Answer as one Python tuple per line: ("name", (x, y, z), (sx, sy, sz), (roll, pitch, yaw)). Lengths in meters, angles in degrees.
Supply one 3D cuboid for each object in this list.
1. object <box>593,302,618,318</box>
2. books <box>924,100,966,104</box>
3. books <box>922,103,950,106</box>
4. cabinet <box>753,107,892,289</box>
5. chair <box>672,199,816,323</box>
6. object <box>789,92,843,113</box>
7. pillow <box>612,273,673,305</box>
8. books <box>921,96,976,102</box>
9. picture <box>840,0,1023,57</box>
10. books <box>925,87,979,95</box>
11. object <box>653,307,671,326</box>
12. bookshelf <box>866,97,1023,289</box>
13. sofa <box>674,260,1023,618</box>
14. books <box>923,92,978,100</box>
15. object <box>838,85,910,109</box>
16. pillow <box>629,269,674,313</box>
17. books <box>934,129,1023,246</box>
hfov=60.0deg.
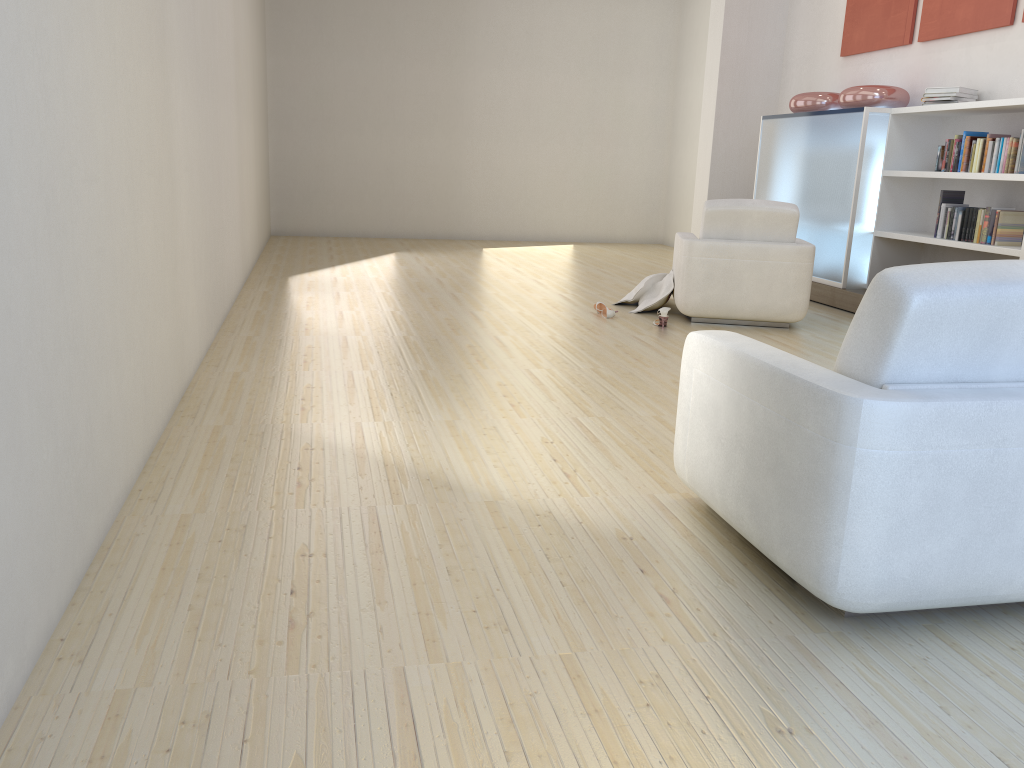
("object", (0.687, -0.532, 6.372), (0.121, 0.091, 0.287), (-1, 14, -14))
("books", (3.224, -2.063, 6.524), (0.287, 0.018, 0.247), (-9, 18, -38))
("books", (3.219, -2.045, 6.525), (0.328, 0.018, 0.247), (-8, 17, -36))
("cabinet", (2.831, -1.647, 7.797), (0.689, 1.396, 1.670), (-1, 14, -12))
("chair", (1.654, -0.926, 6.418), (0.919, 0.828, 0.941), (4, 14, 7))
("object", (2.781, -2.522, 7.990), (0.534, 0.206, 0.546), (-4, 15, -25))
("pillow", (1.106, -0.754, 7.017), (0.299, 0.287, 0.712), (14, 18, 39))
("books", (3.203, -2.081, 6.507), (0.287, 0.025, 0.247), (-5, 16, -27))
("picture", (3.401, -3.017, 6.578), (0.030, 0.794, 3.227), (-1, 14, -12))
("books", (3.223, -2.141, 6.501), (0.319, 0.038, 0.247), (-10, 18, -40))
("object", (1.012, -0.460, 5.984), (0.089, 0.149, 0.265), (2, 14, 0))
("bookshelf", (3.280, -1.254, 6.291), (0.465, 1.396, 1.599), (-1, 14, -12))
("sofa", (1.675, 0.048, 2.578), (2.166, 0.862, 0.941), (-1, 14, -12))
("books", (3.222, -2.110, 6.509), (0.328, 0.027, 0.247), (-8, 17, -36))
("object", (2.946, -2.326, 7.229), (0.546, 0.206, 0.534), (8, 15, 23))
("pillow", (1.089, -0.717, 6.727), (0.312, 0.315, 0.615), (6, 14, 14))
("books", (3.238, -1.345, 6.065), (0.215, 0.743, 0.831), (-1, 14, -12))
